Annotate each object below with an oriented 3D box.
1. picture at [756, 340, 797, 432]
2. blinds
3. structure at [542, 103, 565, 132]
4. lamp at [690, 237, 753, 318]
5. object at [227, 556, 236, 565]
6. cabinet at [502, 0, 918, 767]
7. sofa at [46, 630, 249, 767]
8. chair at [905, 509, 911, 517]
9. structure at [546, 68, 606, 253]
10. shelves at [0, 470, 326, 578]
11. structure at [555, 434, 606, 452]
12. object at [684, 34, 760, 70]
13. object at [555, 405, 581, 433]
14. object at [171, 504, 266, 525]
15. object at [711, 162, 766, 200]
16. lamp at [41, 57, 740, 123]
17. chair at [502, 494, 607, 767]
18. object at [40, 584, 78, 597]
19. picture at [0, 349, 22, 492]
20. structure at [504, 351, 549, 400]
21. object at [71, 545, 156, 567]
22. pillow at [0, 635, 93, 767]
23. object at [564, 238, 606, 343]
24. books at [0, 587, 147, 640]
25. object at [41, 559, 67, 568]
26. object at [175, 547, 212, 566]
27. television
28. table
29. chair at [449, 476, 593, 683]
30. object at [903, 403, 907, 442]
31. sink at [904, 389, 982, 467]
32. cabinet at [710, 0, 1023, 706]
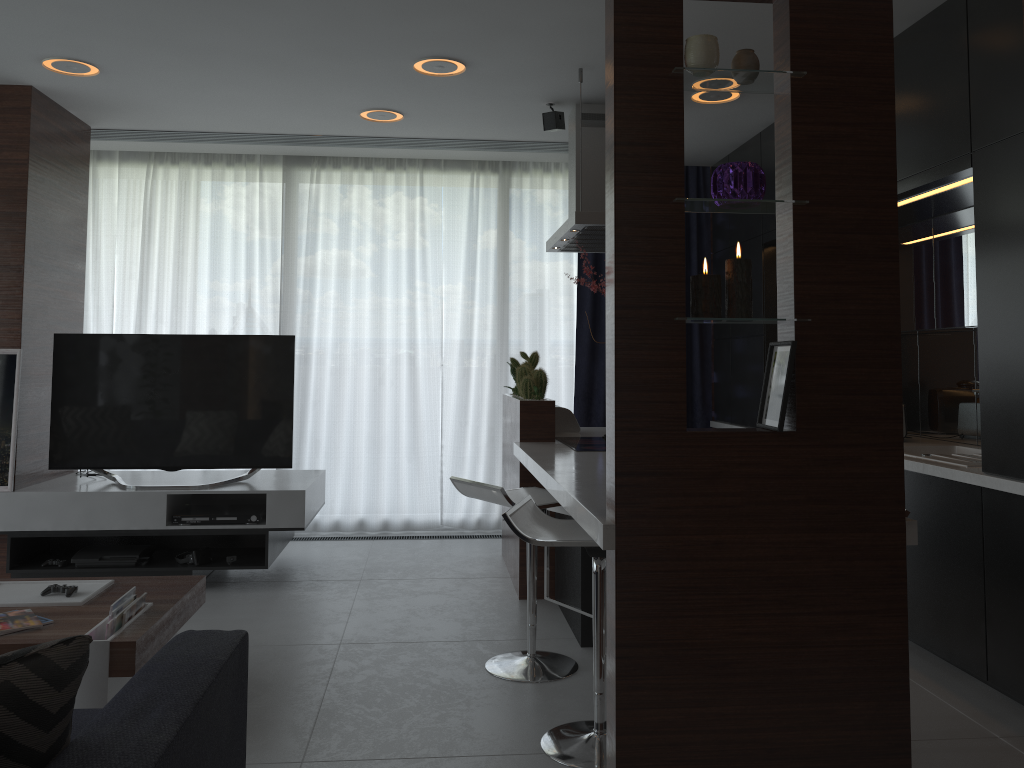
[{"bbox_3d":[0.663,0.003,2.219,0.051,0.222,0.174,0,-2,-1],"label":"picture"},{"bbox_3d":[-1.332,-0.312,2.650,5.797,2.784,7.118,0,1,-2],"label":"blinds"},{"bbox_3d":[0.227,-1.446,4.816,0.084,0.143,0.114,-1,-3,35],"label":"structure"},{"bbox_3d":[0.527,-0.266,2.225,0.153,0.211,0.077,0,-3,7],"label":"lamp"},{"bbox_3d":[-1.409,0.886,4.440,0.044,0.043,0.043,0,-1,-5],"label":"object"},{"bbox_3d":[0.459,-0.217,3.801,0.786,2.561,3.325,1,-1,-5],"label":"cabinet"},{"bbox_3d":[-2.061,0.782,1.947,2.872,0.611,1.894,0,1,-5],"label":"sofa"},{"bbox_3d":[0.881,0.716,2.615,0.464,0.744,0.394,0,-3,1],"label":"chair"},{"bbox_3d":[0.470,-1.139,4.710,0.446,0.763,1.041,1,-1,-5],"label":"structure"},{"bbox_3d":[-2.252,0.772,4.760,2.348,0.502,0.870,0,0,-5],"label":"shelves"},{"bbox_3d":[0.498,0.299,4.273,0.504,0.057,0.762,0,1,-5],"label":"structure"},{"bbox_3d":[0.536,-0.821,2.238,0.218,0.086,0.088,0,-1,-22],"label":"object"},{"bbox_3d":[0.261,0.198,5.100,0.222,0.145,0.343,0,0,-5],"label":"object"},{"bbox_3d":[-1.492,0.676,4.570,0.430,0.053,0.335,0,1,-5],"label":"object"},{"bbox_3d":[0.571,-0.502,2.228,0.134,0.098,0.132,0,-1,35],"label":"object"},{"bbox_3d":[1.646,-1.439,3.155,9.579,0.085,5.334,0,1,-19],"label":"lamp"},{"bbox_3d":[0.236,0.727,2.693,0.464,0.712,0.394,0,-3,12],"label":"chair"},{"bbox_3d":[-1.544,0.703,3.023,0.112,0.036,0.070,0,0,8],"label":"object"},{"bbox_3d":[-2.700,0.176,4.351,0.500,0.704,0.053,0,-4,-5],"label":"picture"},{"bbox_3d":[0.073,-0.051,4.885,0.222,0.287,0.998,0,1,-3],"label":"structure"},{"bbox_3d":[-2.021,0.869,4.497,0.314,0.068,0.313,0,1,-5],"label":"object"},{"bbox_3d":[-0.912,0.603,1.396,0.414,0.387,0.221,1,-3,-35],"label":"pillow"},{"bbox_3d":[0.303,-0.040,2.420,0.387,0.738,0.197,2,-4,-24],"label":"object"},{"bbox_3d":[1.955,0.794,4.349,8.229,0.374,0.404,0,-1,-26],"label":"books"},{"bbox_3d":[-2.268,0.886,4.387,0.112,0.036,0.070,0,0,8],"label":"object"},{"bbox_3d":[-1.626,0.868,4.481,0.184,0.079,0.116,0,0,25],"label":"object"},{"bbox_3d":[-1.771,0.132,4.642,1.230,0.790,0.296,0,-3,-5],"label":"television"},{"bbox_3d":[-1.515,0.892,2.882,0.800,0.354,0.803,0,0,-5],"label":"table"},{"bbox_3d":[0.044,0.712,3.361,0.463,0.712,0.395,2,-3,-33],"label":"chair"},{"bbox_3d":[1.930,0.193,4.575,0.176,0.196,0.259,0,-1,15],"label":"object"},{"bbox_3d":[1.942,0.272,3.809,0.503,0.494,0.851,0,0,-5],"label":"sink"},{"bbox_3d":[1.885,-0.224,4.454,0.705,2.563,3.469,1,-1,-5],"label":"cabinet"}]
